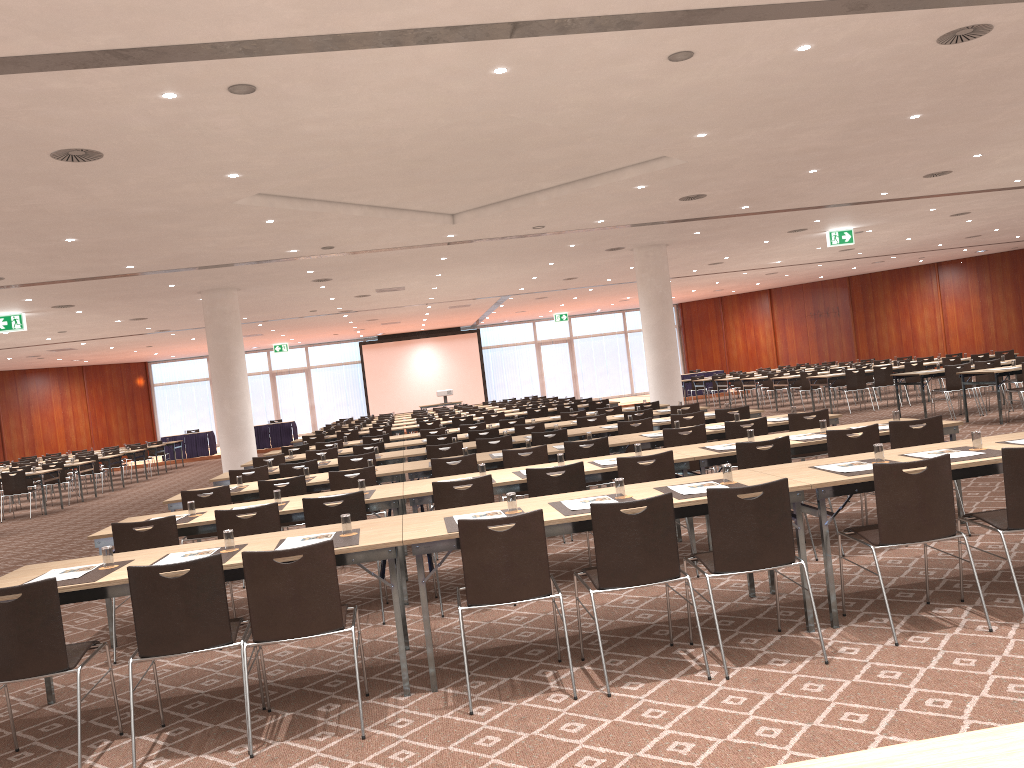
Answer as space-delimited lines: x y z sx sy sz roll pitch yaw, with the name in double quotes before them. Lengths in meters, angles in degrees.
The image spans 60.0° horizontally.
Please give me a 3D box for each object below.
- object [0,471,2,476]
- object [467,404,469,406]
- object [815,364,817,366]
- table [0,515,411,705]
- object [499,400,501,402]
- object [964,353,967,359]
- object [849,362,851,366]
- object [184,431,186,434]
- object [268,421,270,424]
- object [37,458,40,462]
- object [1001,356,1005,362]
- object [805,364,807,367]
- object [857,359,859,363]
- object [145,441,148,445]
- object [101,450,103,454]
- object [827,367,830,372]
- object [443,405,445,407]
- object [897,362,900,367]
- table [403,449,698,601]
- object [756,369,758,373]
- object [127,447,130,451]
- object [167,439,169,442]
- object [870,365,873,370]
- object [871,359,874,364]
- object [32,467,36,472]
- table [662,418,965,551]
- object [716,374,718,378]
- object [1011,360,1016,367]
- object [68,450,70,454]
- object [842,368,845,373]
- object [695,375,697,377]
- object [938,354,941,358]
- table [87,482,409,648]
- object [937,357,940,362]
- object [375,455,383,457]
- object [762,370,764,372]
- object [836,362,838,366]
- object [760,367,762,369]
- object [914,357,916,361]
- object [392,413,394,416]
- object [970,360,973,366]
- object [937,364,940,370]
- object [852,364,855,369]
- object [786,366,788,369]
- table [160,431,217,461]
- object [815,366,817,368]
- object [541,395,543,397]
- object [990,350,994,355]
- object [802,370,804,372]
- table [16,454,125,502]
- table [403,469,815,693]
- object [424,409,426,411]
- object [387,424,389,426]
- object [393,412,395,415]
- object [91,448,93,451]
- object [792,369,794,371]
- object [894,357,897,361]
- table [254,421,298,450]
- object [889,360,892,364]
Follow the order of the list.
"object" -10.118 1.771 17.544 0.054 0.114 0.054 -8 1 -41
"object" -1.310 0.664 26.658 0.054 0.114 0.054 -6 1 27
"object" 8.864 -0.521 25.879 0.054 0.114 0.054 -8 1 -41
"table" -1.703 1.370 5.003 2.267 0.833 0.953 -7 1 -7
"object" -0.353 0.551 26.779 0.054 0.114 0.054 -6 1 27
"object" 10.235 -0.633 20.008 0.054 0.114 0.054 -6 1 27
"object" 9.104 -0.533 23.891 0.054 0.114 0.054 -8 1 -41
"object" -11.360 1.678 30.837 0.054 0.114 0.054 -7 1 4
"object" -8.556 1.346 31.176 0.054 0.114 0.054 -7 1 4
"object" -12.443 1.996 23.296 0.054 0.114 0.054 -8 1 -41
"object" 9.050 -0.464 16.339 0.054 0.114 0.054 -7 1 -18
"object" 9.268 -0.586 27.940 0.054 0.114 0.054 -8 1 -41
"object" 10.153 -0.674 26.034 0.054 0.114 0.054 -8 1 -41
"object" -11.322 1.830 27.462 0.054 0.114 0.054 -7 1 -18
"object" -10.846 1.807 23.483 0.054 0.114 0.054 -7 1 -18
"object" 7.755 -0.357 21.720 0.054 0.114 0.054 -8 1 -41
"object" -2.191 0.751 28.566 0.054 0.114 0.054 -6 1 27
"object" 8.633 -0.444 19.816 0.054 0.114 0.054 -8 1 -41
"table" 0.293 1.118 7.259 2.267 0.833 0.953 -7 1 -7
"object" 7.667 -0.397 27.753 0.054 0.114 0.054 -7 1 -18
"object" -10.199 1.731 23.570 0.054 0.114 0.054 -7 1 -18
"object" -10.689 1.755 27.542 0.054 0.114 0.054 -7 1 -18
"object" 7.993 -0.368 19.727 0.054 0.114 0.054 -8 1 -41
"object" 9.743 -0.608 23.962 0.054 0.114 0.054 -8 1 -41
"object" -9.488 1.697 17.608 0.054 0.114 0.054 -8 1 -41
"table" 2.531 0.853 7.530 2.267 0.833 0.953 -7 1 -7
"object" 6.387 -0.246 27.596 0.054 0.114 0.054 -7 1 -18
"object" 8.025 -0.326 14.187 0.054 0.114 0.054 -7 1 -18
"object" -13.571 2.096 27.184 0.054 0.114 0.054 -8 1 -41
"object" 7.354 -0.293 19.652 0.054 0.114 0.054 -8 1 -41
"object" 6.143 -0.234 29.583 0.054 0.114 0.054 -7 1 -18
"object" 10.642 -0.698 22.057 0.054 0.114 0.054 -6 1 27
"table" -1.944 1.382 6.988 2.267 0.833 0.953 -7 1 -7
"object" 9.593 -0.557 19.932 0.054 0.114 0.054 -6 1 27
"object" -1.655 0.892 11.004 0.102 0.001 0.102 -7 0 -18
"object" 7.278 -0.334 25.683 0.054 0.114 0.054 -7 1 -18
"object" 9.507 -0.597 25.947 0.054 0.114 0.054 -8 1 -41
"object" 8.392 -0.499 29.847 0.054 0.114 0.054 -8 1 -41
"object" 9.996 -0.622 21.994 0.054 0.114 0.054 -6 1 27
"object" -3.551 0.929 26.394 0.054 0.114 0.054 -6 1 27
"object" 8.420 -0.389 16.252 0.054 0.114 0.054 -7 1 -18
"object" 7.784 -0.314 16.187 0.054 0.114 0.054 -7 1 -18
"object" 8.397 -0.433 21.795 0.054 0.114 0.054 -8 1 -41
"object" 8.632 -0.511 27.857 0.054 0.114 0.054 -8 1 -41
"table" -11.221 2.148 30.767 1.712 0.832 1.041 -7 1 -7
"object" 8.161 -0.422 23.777 0.054 0.114 0.054 -7 1 -18
"object" 0.926 0.400 26.939 0.054 0.114 0.054 -8 1 -41
"object" 10.865 -0.708 20.071 0.054 0.114 0.054 -6 1 27
"object" 7.106 -0.280 21.638 0.054 0.114 0.054 -8 1 -41
"table" -10.714 2.288 21.540 2.267 0.833 0.953 -7 1 -7
"table" 0.535 1.106 5.274 2.267 0.833 0.953 -7 1 -7
"object" -2.586 0.815 26.515 0.054 0.114 0.054 -6 1 27
"object" -2.577 0.881 18.443 0.054 0.114 0.054 -6 1 27
"object" -3.783 0.939 28.381 0.054 0.114 0.054 -6 1 27
"object" -12.920 2.019 27.270 0.054 0.114 0.054 -8 1 -41
"object" 7.518 -0.346 23.704 0.054 0.114 0.054 -7 1 -18
"object" 10.400 -0.686 24.047 0.054 0.114 0.054 -8 1 -41
"table" -8.417 1.817 31.107 1.712 0.832 1.041 -7 1 -7
"object" 9.357 -0.546 21.918 0.054 0.114 0.054 -6 1 27
